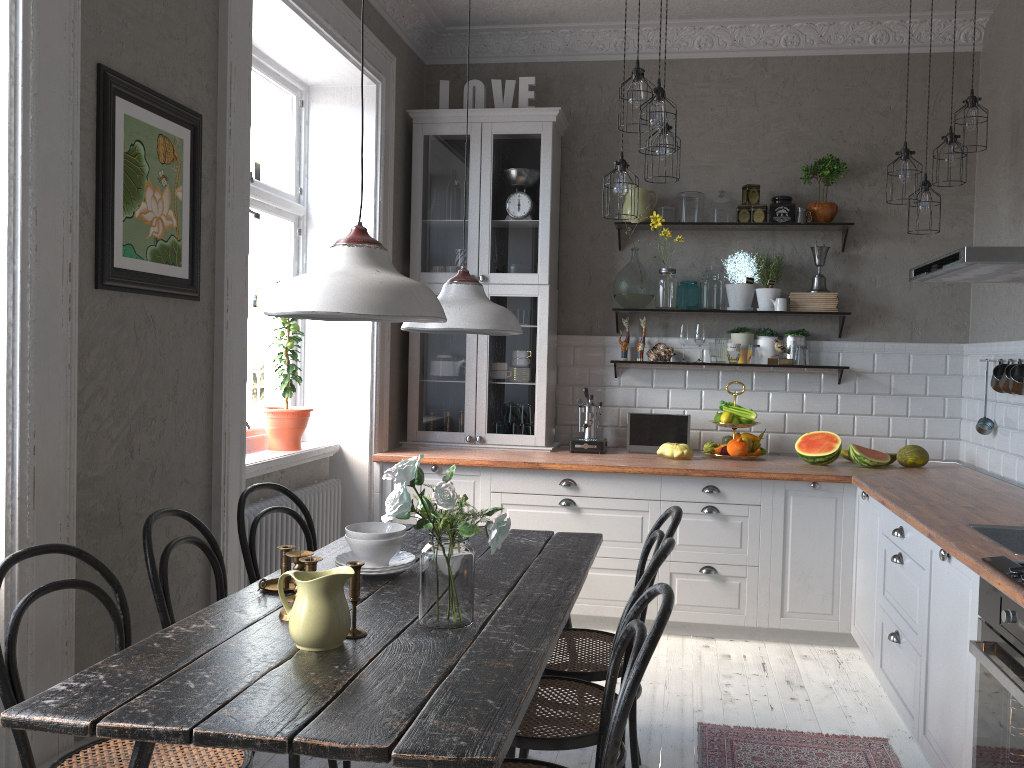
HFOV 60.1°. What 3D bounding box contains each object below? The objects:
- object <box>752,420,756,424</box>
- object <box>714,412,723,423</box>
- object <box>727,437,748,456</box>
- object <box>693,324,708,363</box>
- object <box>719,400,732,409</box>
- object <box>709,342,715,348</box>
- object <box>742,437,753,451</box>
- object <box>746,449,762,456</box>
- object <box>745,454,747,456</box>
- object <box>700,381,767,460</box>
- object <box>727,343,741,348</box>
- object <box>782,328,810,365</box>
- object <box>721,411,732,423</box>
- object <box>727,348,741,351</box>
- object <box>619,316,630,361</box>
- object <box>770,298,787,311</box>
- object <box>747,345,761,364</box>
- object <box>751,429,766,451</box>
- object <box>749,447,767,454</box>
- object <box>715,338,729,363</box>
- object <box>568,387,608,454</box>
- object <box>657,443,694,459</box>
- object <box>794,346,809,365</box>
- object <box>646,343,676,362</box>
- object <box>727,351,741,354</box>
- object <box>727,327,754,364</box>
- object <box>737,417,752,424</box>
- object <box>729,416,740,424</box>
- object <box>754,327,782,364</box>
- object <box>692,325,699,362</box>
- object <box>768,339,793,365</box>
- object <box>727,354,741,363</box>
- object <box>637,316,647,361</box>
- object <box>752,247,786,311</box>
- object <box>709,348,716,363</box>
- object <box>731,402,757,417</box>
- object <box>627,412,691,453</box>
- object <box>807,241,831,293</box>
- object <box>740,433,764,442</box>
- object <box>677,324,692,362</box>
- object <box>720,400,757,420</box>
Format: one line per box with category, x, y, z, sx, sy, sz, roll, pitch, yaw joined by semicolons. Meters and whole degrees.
object;1.318;0.207;4.879;0.051;0.050;0.050;2;2;19
object;1.167;0.197;4.898;0.096;0.078;0.101;1;2;-3
object;1.212;0.338;4.763;0.114;0.110;0.110;1;2;-23
object;1.065;-0.229;5.012;0.082;0.217;0.081;1;2;-4
object;1.175;0.118;4.867;0.073;0.058;0.050;1;2;-14
object;1.172;-0.196;5.107;0.076;0.083;0.079;2;2;27
object;1.267;0.326;4.831;0.087;0.078;0.089;3;2;36
object;1.312;0.374;4.817;0.069;0.051;0.088;0;2;-32
object;1.244;0.378;4.833;0.070;0.065;0.070;3;2;31
object;1.228;0.197;4.883;0.353;0.425;0.350;1;2;-5
object;1.247;-0.201;4.975;0.077;0.051;0.077;1;2;-4
object;1.625;-0.212;5.062;0.158;0.213;0.154;2;2;7
object;1.168;0.184;4.821;0.058;0.069;0.080;2;2;29
object;1.246;-0.176;4.975;0.076;0.051;0.078;2;2;29
object;0.657;-0.266;5.170;0.054;0.264;0.060;1;2;-19
object;1.497;-0.441;4.936;0.104;0.071;0.064;3;2;40
object;1.370;-0.168;5.012;0.077;0.108;0.078;2;2;3
object;1.351;0.305;4.883;0.060;0.120;0.128;3;2;34
object;1.319;0.361;4.940;0.055;0.044;0.212;0;2;-42
object;1.188;-0.188;5.028;0.080;0.139;0.078;1;2;-18
object;0.428;0.199;4.954;0.204;0.370;0.355;2;2;10
object;0.880;0.359;4.772;0.195;0.083;0.190;2;2;10
object;1.620;-0.159;4.948;0.077;0.108;0.078;2;2;3
object;0.853;-0.183;5.101;0.178;0.111;0.095;1;2;-13
object;1.246;-0.158;4.976;0.077;0.051;0.077;2;2;3
object;1.307;-0.227;5.093;0.158;0.217;0.155;1;2;-10
object;1.272;0.210;4.856;0.076;0.062;0.099;1;2;-17
object;1.210;0.207;4.830;0.063;0.061;0.067;2;2;10
object;1.461;-0.218;5.078;0.170;0.214;0.150;3;2;39
object;1.080;-0.232;5.101;0.082;0.217;0.081;1;2;-4
object;1.517;-0.180;4.982;0.120;0.147;0.099;1;2;-23
object;1.245;-0.141;4.976;0.077;0.051;0.077;2;2;3
object;0.758;-0.262;5.138;0.063;0.264;0.052;0;2;-44
object;1.448;-0.597;5.005;0.187;0.380;0.166;0;2;-29
object;1.171;-0.163;5.108;0.076;0.083;0.079;2;2;27
object;1.279;0.151;4.917;0.177;0.096;0.090;2;2;30
object;0.825;0.280;4.984;0.349;0.226;0.088;2;2;9
object;1.730;-0.652;4.984;0.131;0.287;0.130;1;2;-5
object;1.326;0.298;4.894;0.127;0.056;0.059;2;2;1
object;0.995;-0.235;5.118;0.082;0.217;0.081;1;2;-4
object;1.238;0.142;4.854;0.208;0.101;0.068;2;2;15
